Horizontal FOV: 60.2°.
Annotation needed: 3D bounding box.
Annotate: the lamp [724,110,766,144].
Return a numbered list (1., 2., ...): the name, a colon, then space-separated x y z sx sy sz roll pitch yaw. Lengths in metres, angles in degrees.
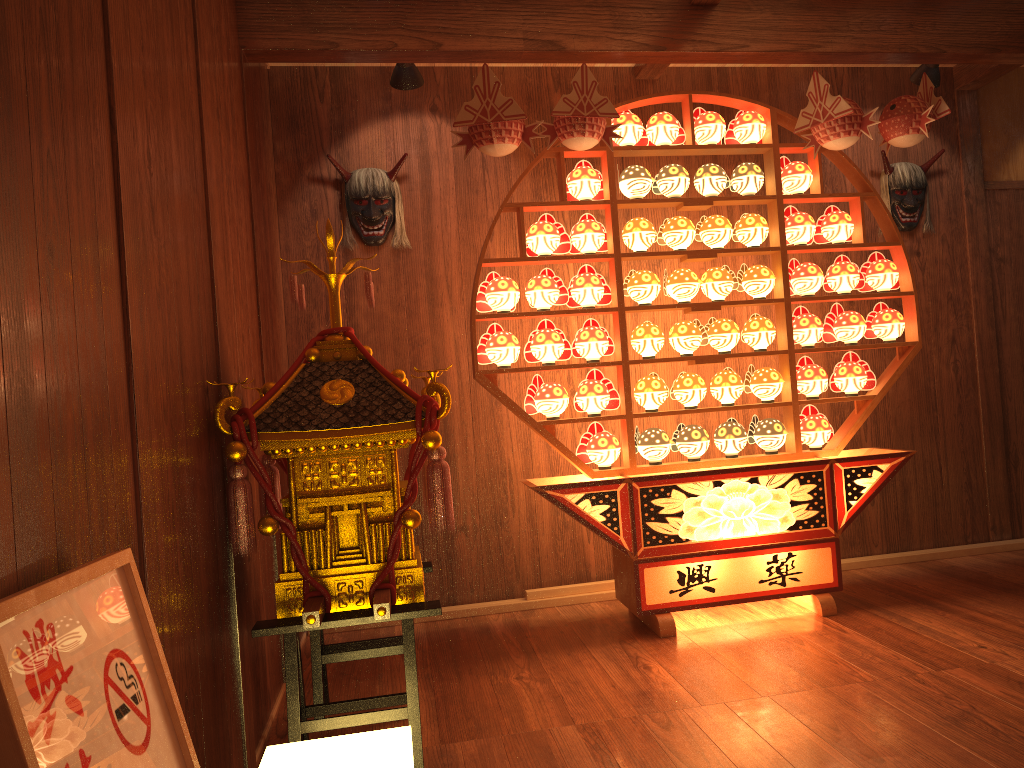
1. lamp: 1.022 -1.111 3.796 0.190 0.188 0.156 -4 -1 -5

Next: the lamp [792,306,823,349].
1. lamp: 1.277 -0.250 3.824 0.189 0.195 0.157 -4 -1 0

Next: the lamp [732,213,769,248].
1. lamp: 1.031 -0.663 3.786 0.140 0.173 0.156 -4 -1 -4

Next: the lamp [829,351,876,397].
1. lamp: 1.476 -0.045 3.860 0.195 0.200 0.161 -5 -1 25

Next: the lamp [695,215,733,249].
1. lamp: 0.873 -0.649 3.756 0.143 0.167 0.152 -4 -1 -29

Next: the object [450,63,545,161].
1. object: -0.064 -1.014 3.335 0.359 0.311 0.242 -4 -1 16

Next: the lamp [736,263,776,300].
1. lamp: 1.063 -0.444 3.790 0.144 0.173 0.151 -4 -1 -39

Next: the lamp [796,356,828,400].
1. lamp: 1.296 -0.029 3.822 0.186 0.194 0.157 -4 -1 0

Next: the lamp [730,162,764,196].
1. lamp: 1.010 -0.882 3.788 0.139 0.173 0.158 -4 -1 6

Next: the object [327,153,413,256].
1. object: -0.630 -0.799 3.989 0.368 0.453 0.136 -4 -1 -11

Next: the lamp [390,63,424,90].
1. lamp: -0.420 -1.275 3.589 0.139 0.176 0.170 -4 -1 -24

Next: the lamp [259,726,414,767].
1. lamp: -0.315 0.857 1.630 0.284 0.315 0.277 -4 -1 -9

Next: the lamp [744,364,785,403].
1. lamp: 1.097 -0.005 3.784 0.144 0.173 0.151 -3 -1 -44

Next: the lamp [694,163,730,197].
1. lamp: 0.840 -0.868 3.760 0.135 0.167 0.162 -5 -1 31

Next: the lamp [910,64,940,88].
1. lamp: 1.898 -1.437 4.051 0.134 0.177 0.177 -4 -1 11

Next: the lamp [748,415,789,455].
1. lamp: 1.113 0.214 3.785 0.144 0.173 0.151 -3 -1 -44

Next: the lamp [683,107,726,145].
1. lamp: 0.843 -1.105 3.760 0.205 0.200 0.153 -4 -1 -20

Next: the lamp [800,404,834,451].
1. lamp: 1.309 0.187 3.823 0.193 0.197 0.158 -4 -1 5

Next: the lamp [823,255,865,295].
1. lamp: 1.447 -0.480 3.867 0.177 0.191 0.160 -4 -1 20

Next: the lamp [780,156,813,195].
1. lamp: 1.237 -0.912 3.834 0.206 0.200 0.153 -4 -1 -25

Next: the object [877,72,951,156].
1. object: 1.633 -1.142 3.675 0.232 0.318 0.361 -4 -1 -13

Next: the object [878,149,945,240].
1. object: 2.039 -0.958 4.519 0.368 0.453 0.136 -4 -1 -11

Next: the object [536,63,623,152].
1. object: 0.257 -1.046 3.405 0.352 0.306 0.212 -4 -1 -10

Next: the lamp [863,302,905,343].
1. lamp: 1.663 -0.275 3.901 0.183 0.192 0.157 -4 -1 0

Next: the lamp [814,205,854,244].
1. lamp: 1.424 -0.702 3.865 0.188 0.195 0.158 -4 -1 5

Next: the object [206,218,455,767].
1. object: -0.472 0.284 2.534 0.615 1.514 0.799 -4 -1 -9

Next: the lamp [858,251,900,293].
1. lamp: 1.635 -0.498 3.902 0.199 0.200 0.158 -4 -1 5

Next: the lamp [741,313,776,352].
1. lamp: 1.058 -0.223 3.781 0.139 0.173 0.158 -4 -1 6

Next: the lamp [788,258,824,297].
1. lamp: 1.286 -0.467 3.833 0.195 0.187 0.152 -4 -1 -30

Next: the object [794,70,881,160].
1. object: 1.324 -1.108 3.613 0.248 0.314 0.353 -4 -1 -32

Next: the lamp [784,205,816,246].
1. lamp: 1.247 -0.692 3.829 0.203 0.200 0.155 -4 -1 -10

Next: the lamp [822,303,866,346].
1. lamp: 1.482 -0.267 3.865 0.206 0.200 0.153 -4 -1 -25
